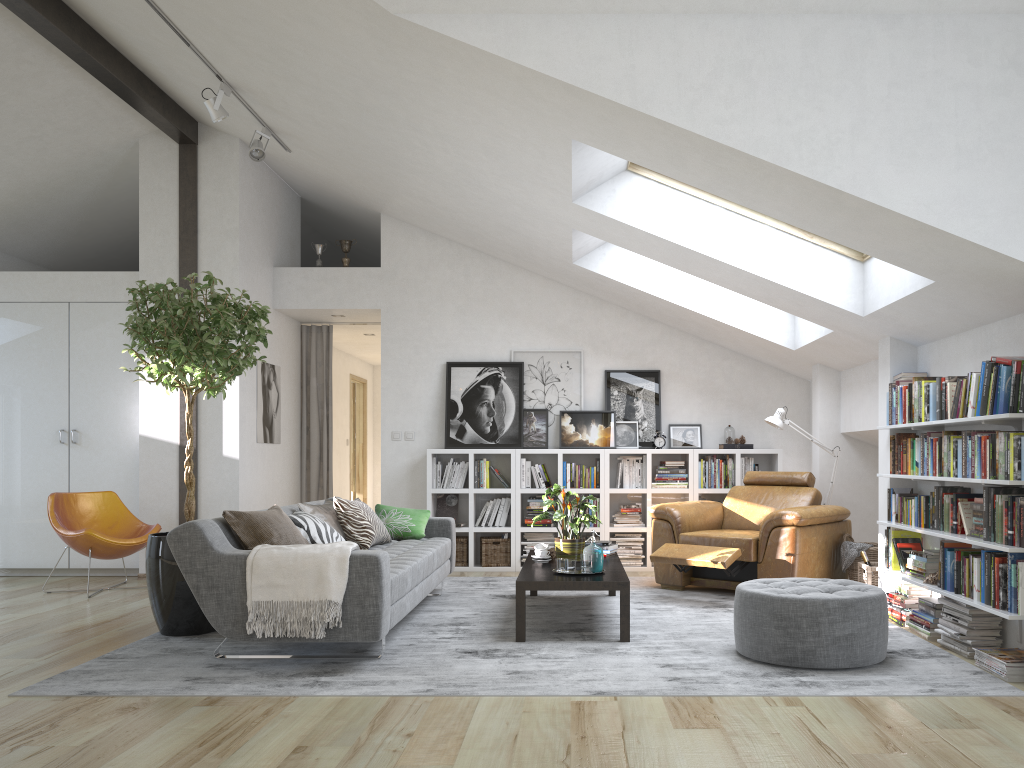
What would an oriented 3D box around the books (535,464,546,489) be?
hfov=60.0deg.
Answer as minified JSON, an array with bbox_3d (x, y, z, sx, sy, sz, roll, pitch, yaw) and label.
[{"bbox_3d":[0.251,0.800,7.696,0.096,0.213,0.140,0,-1,3],"label":"books"}]

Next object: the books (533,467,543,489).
[{"bbox_3d":[0.230,0.810,7.689,0.089,0.191,0.141,0,-2,3],"label":"books"}]

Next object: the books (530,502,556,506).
[{"bbox_3d":[0.272,1.044,7.742,0.230,0.039,0.160,0,-4,1],"label":"books"}]

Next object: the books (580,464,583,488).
[{"bbox_3d":[0.602,0.803,7.712,0.023,0.207,0.134,0,-1,4],"label":"books"}]

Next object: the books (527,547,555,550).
[{"bbox_3d":[0.254,1.427,7.724,0.239,0.012,0.151,0,-5,3],"label":"books"}]

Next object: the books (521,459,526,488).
[{"bbox_3d":[0.103,0.775,7.707,0.038,0.256,0.189,0,-2,4],"label":"books"}]

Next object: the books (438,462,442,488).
[{"bbox_3d":[-0.626,0.791,7.731,0.011,0.230,0.129,0,-1,4],"label":"books"}]

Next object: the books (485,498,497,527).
[{"bbox_3d":[-0.178,1.121,7.765,0.109,0.243,0.160,0,-1,3],"label":"books"}]

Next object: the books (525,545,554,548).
[{"bbox_3d":[0.239,1.412,7.726,0.256,0.019,0.163,0,-5,-2],"label":"books"}]

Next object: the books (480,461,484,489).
[{"bbox_3d":[-0.253,0.786,7.717,0.027,0.241,0.168,0,-2,4],"label":"books"}]

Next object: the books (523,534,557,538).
[{"bbox_3d":[0.246,1.322,7.734,0.268,0.015,0.173,-1,-5,8],"label":"books"}]

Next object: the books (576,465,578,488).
[{"bbox_3d":[0.564,0.805,7.704,0.017,0.200,0.129,0,-1,4],"label":"books"}]

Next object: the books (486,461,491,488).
[{"bbox_3d":[-0.206,0.788,7.720,0.025,0.236,0.171,0,-2,4],"label":"books"}]

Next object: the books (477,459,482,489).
[{"bbox_3d":[-0.280,0.778,7.710,0.025,0.255,0.156,0,-1,4],"label":"books"}]

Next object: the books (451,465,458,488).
[{"bbox_3d":[-0.493,0.805,7.706,0.063,0.201,0.130,0,-1,3],"label":"books"}]

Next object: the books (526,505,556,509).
[{"bbox_3d":[0.258,1.074,7.743,0.258,0.025,0.157,0,-5,1],"label":"books"}]

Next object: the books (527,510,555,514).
[{"bbox_3d":[0.267,1.117,7.754,0.268,0.021,0.187,0,-5,1],"label":"books"}]

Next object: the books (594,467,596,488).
[{"bbox_3d":[0.719,0.811,7.693,0.013,0.188,0.107,0,-1,4],"label":"books"}]

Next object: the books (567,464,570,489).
[{"bbox_3d":[0.491,0.798,7.706,0.028,0.215,0.140,0,-1,4],"label":"books"}]

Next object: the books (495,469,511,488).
[{"bbox_3d":[-0.073,0.820,7.705,0.145,0.169,0.133,0,-2,2],"label":"books"}]

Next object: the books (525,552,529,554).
[{"bbox_3d":[0.246,1.464,7.716,0.248,0.016,0.156,1,-5,-7],"label":"books"}]

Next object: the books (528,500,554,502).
[{"bbox_3d":[0.253,1.016,7.745,0.227,0.020,0.132,0,-5,1],"label":"books"}]

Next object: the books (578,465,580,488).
[{"bbox_3d":[0.581,0.806,7.705,0.016,0.200,0.129,0,-1,4],"label":"books"}]

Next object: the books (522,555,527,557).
[{"bbox_3d":[0.224,1.494,7.711,0.269,0.015,0.172,0,-5,3],"label":"books"}]

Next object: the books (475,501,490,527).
[{"bbox_3d":[-0.254,1.133,7.763,0.133,0.220,0.169,0,-2,2],"label":"books"}]

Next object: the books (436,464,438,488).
[{"bbox_3d":[-0.650,0.804,7.732,0.012,0.205,0.130,0,-1,4],"label":"books"}]

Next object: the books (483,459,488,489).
[{"bbox_3d":[-0.228,0.787,7.728,0.026,0.275,0.210,0,-2,4],"label":"books"}]

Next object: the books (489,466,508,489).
[{"bbox_3d":[-0.109,0.808,7.708,0.170,0.196,0.165,0,-2,2],"label":"books"}]

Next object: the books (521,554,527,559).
[{"bbox_3d":[0.226,1.494,7.690,0.293,0.011,0.235,0,-5,-1],"label":"books"}]

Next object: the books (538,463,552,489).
[{"bbox_3d":[0.290,0.798,7.695,0.120,0.219,0.150,0,-2,2],"label":"books"}]

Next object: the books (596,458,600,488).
[{"bbox_3d":[0.746,0.776,7.709,0.033,0.261,0.141,0,-1,4],"label":"books"}]

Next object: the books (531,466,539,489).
[{"bbox_3d":[0.200,0.807,7.691,0.073,0.194,0.141,0,-2,3],"label":"books"}]

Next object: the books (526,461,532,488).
[{"bbox_3d":[0.145,0.789,7.717,0.042,0.233,0.170,0,-2,4],"label":"books"}]

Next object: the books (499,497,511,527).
[{"bbox_3d":[-0.051,1.117,7.766,0.110,0.254,0.183,0,-2,3],"label":"books"}]

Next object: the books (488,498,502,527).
[{"bbox_3d":[-0.145,1.120,7.762,0.117,0.247,0.182,0,-2,3],"label":"books"}]

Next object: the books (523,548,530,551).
[{"bbox_3d":[0.232,1.439,7.724,0.268,0.011,0.149,0,-5,-2],"label":"books"}]

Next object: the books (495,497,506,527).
[{"bbox_3d":[-0.095,1.118,7.773,0.097,0.250,0.182,0,-2,3],"label":"books"}]

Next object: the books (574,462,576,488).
[{"bbox_3d":[0.549,0.794,7.710,0.016,0.225,0.128,0,-1,4],"label":"books"}]

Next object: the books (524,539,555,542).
[{"bbox_3d":[0.236,1.361,7.732,0.268,0.011,0.149,0,-5,-2],"label":"books"}]

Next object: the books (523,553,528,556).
[{"bbox_3d":[0.233,1.479,7.707,0.271,0.015,0.171,0,-5,-2],"label":"books"}]

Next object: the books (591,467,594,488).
[{"bbox_3d":[0.699,0.813,7.692,0.025,0.182,0.107,0,-1,4],"label":"books"}]

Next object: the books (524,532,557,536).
[{"bbox_3d":[0.250,1.304,7.731,0.252,0.019,0.166,-1,-5,13],"label":"books"}]

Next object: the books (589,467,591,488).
[{"bbox_3d":[0.679,0.812,7.699,0.016,0.187,0.121,0,-1,4],"label":"books"}]

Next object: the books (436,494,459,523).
[{"bbox_3d":[-0.568,1.107,7.831,0.189,0.275,0.095,0,-1,1],"label":"books"}]

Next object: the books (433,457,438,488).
[{"bbox_3d":[-0.667,0.773,7.732,0.023,0.267,0.143,0,-1,4],"label":"books"}]

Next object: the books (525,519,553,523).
[{"bbox_3d":[0.237,1.187,7.707,0.229,0.038,0.161,-1,-5,6],"label":"books"}]

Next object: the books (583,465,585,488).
[{"bbox_3d":[0.622,0.806,7.711,0.017,0.200,0.129,0,-1,4],"label":"books"}]

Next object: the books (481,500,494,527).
[{"bbox_3d":[-0.209,1.129,7.769,0.105,0.229,0.169,0,-2,3],"label":"books"}]

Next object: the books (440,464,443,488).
[{"bbox_3d":[-0.615,0.803,7.726,0.011,0.205,0.130,0,-1,4],"label":"books"}]

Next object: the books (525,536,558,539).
[{"bbox_3d":[0.262,1.337,7.736,0.266,0.015,0.174,-1,-5,13],"label":"books"}]

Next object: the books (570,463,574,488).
[{"bbox_3d":[0.523,0.796,7.709,0.035,0.221,0.137,0,-1,4],"label":"books"}]

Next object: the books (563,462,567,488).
[{"bbox_3d":[0.460,0.790,7.711,0.033,0.232,0.141,0,-1,4],"label":"books"}]

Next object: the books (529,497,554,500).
[{"bbox_3d":[0.259,0.997,7.743,0.219,0.019,0.126,0,-5,1],"label":"books"}]

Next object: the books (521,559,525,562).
[{"bbox_3d":[0.228,1.520,7.700,0.295,0.013,0.218,0,-5,-2],"label":"books"}]

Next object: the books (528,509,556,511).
[{"bbox_3d":[0.260,1.096,7.750,0.240,0.023,0.174,0,-5,1],"label":"books"}]

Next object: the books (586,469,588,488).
[{"bbox_3d":[0.650,0.819,7.696,0.014,0.172,0.111,0,-1,4],"label":"books"}]

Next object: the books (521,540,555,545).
[{"bbox_3d":[0.234,1.379,7.723,0.311,0.023,0.165,0,-5,-2],"label":"books"}]

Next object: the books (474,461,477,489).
[{"bbox_3d":[-0.306,0.788,7.712,0.027,0.236,0.171,0,-2,4],"label":"books"}]
